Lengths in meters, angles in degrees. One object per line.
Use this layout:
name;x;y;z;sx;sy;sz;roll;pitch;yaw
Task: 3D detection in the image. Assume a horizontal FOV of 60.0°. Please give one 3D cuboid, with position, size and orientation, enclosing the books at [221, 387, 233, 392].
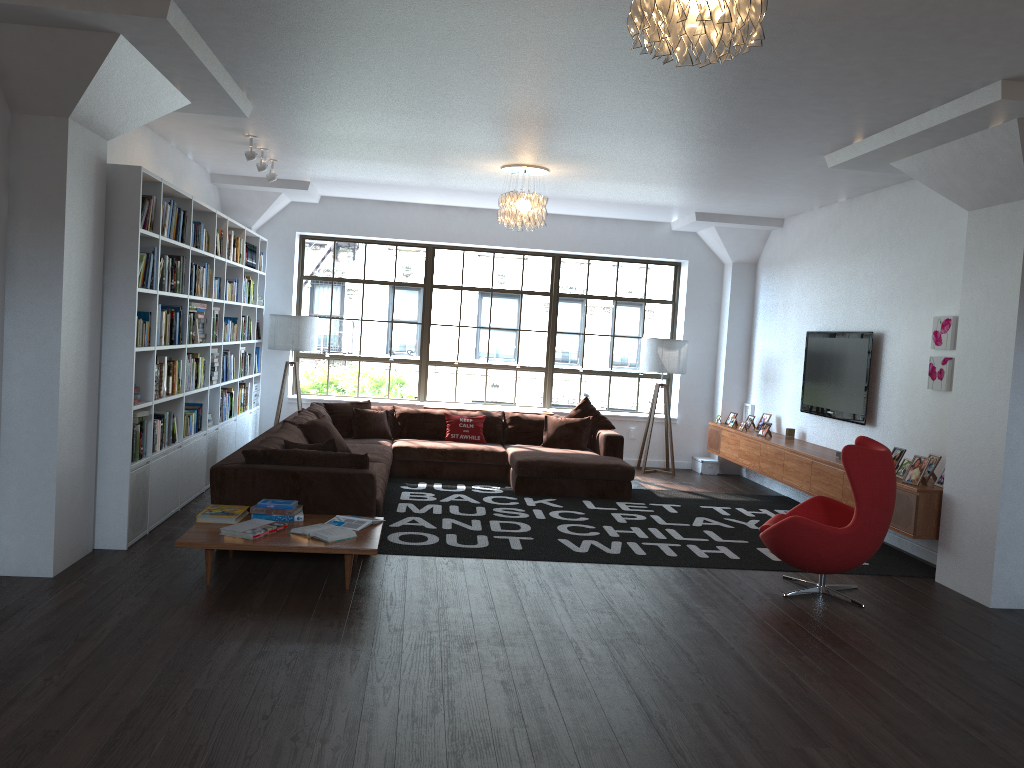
books;-2.830;0.181;8.677;0.176;0.290;0.036;3;3;-6

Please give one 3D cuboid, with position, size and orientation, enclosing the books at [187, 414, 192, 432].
books;-2.670;0.332;7.238;0.107;0.167;0.017;3;3;-6

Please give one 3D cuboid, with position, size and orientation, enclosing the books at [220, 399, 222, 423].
books;-2.779;0.243;8.216;0.161;0.223;0.026;3;3;-6

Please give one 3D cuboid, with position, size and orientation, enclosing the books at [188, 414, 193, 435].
books;-2.682;0.329;7.259;0.122;0.169;0.023;3;3;-6

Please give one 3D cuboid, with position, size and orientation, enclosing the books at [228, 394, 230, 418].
books;-2.812;0.212;8.529;0.171;0.246;0.057;3;3;-6

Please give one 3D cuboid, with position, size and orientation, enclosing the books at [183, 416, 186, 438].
books;-2.661;0.338;7.039;0.128;0.178;0.022;3;3;-6

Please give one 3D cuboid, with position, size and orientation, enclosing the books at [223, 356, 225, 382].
books;-2.758;-0.146;8.239;0.174;0.243;0.085;3;3;-6

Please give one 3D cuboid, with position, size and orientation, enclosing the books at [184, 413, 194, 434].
books;-2.684;0.326;7.287;0.126;0.173;0.032;3;3;-6

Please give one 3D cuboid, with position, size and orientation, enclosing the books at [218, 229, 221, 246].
books;-2.667;-1.249;7.855;0.160;0.251;0.031;3;3;-6

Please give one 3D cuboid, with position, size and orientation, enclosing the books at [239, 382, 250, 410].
books;-2.924;0.126;9.562;0.176;0.290;0.053;3;3;-6

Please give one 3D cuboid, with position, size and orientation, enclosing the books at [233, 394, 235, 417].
books;-2.840;0.207;8.795;0.161;0.223;0.027;3;3;-6

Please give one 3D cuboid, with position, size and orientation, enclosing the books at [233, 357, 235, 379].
books;-2.805;-0.163;8.705;0.161;0.222;0.084;3;3;-6

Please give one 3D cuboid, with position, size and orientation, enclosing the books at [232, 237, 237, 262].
books;-2.723;-1.283;8.458;0.171;0.246;0.057;3;3;-6

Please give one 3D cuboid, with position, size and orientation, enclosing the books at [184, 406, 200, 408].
books;-2.728;0.293;7.519;0.144;0.207;0.048;3;3;-6

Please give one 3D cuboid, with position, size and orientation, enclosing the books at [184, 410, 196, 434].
books;-2.692;0.313;7.342;0.139;0.191;0.036;3;3;-6

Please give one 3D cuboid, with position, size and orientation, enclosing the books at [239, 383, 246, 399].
books;-2.881;0.137;9.347;0.140;0.298;0.044;3;3;-6

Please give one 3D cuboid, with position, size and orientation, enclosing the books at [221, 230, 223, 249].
books;-2.670;-1.252;7.921;0.160;0.251;0.039;3;3;-6

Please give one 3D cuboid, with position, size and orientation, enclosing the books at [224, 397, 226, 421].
books;-2.789;0.234;8.370;0.161;0.223;0.026;3;3;-6

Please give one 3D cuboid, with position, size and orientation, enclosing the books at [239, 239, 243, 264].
books;-2.746;-1.303;8.708;0.183;0.253;0.034;3;3;-6

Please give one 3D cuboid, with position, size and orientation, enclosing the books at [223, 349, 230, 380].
books;-2.790;-0.186;8.488;0.176;0.293;0.125;3;3;-6

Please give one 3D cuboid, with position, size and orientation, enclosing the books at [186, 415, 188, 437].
books;-2.669;0.335;7.131;0.109;0.171;0.018;3;3;-6

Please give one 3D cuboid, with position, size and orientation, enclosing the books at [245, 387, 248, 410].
books;-2.915;0.153;9.482;0.171;0.246;0.057;3;3;-6

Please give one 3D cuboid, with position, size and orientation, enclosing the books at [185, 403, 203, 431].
books;-2.718;0.278;7.565;0.140;0.231;0.042;3;3;-6

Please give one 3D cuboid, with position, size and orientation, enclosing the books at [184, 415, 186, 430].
books;-2.665;0.336;7.060;0.128;0.178;0.021;3;3;-6

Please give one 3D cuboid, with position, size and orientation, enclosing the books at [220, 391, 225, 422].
books;-2.797;0.207;8.296;0.198;0.284;0.066;3;3;-6

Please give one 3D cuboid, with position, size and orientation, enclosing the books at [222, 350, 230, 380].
books;-2.788;-0.181;8.426;0.197;0.290;0.136;3;3;-6

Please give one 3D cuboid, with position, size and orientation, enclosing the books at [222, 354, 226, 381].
books;-2.768;-0.155;8.277;0.182;0.255;0.077;3;3;-6

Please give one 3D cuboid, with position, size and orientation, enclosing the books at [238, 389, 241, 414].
books;-2.864;0.177;9.032;0.183;0.253;0.037;3;3;-6

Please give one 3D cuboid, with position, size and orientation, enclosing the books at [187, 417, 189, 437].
books;-2.666;0.344;7.150;0.110;0.153;0.019;3;3;-6

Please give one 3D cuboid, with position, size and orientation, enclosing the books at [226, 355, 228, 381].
books;-2.762;-0.155;8.325;0.182;0.253;0.098;3;3;-6

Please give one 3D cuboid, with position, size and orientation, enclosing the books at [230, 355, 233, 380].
books;-2.795;-0.167;8.578;0.174;0.242;0.105;3;3;-6

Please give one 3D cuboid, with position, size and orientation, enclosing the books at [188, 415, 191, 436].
books;-2.672;0.335;7.187;0.120;0.167;0.020;3;3;-6

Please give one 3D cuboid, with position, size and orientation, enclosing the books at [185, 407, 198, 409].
books;-2.722;0.299;7.453;0.146;0.202;0.027;3;3;-6

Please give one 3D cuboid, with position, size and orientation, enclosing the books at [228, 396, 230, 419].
books;-2.815;0.221;8.571;0.161;0.223;0.027;3;3;-6

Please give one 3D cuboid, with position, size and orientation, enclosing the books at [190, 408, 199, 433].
books;-2.694;0.304;7.401;0.146;0.202;0.027;3;3;-6

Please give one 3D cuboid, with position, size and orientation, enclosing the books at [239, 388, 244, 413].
books;-2.879;0.168;9.177;0.183;0.253;0.037;3;3;-6

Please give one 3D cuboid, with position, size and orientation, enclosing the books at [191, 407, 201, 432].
books;-2.707;0.299;7.482;0.146;0.202;0.027;3;3;-6

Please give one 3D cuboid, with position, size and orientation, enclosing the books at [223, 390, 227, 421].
books;-2.800;0.198;8.407;0.176;0.290;0.053;3;3;-6

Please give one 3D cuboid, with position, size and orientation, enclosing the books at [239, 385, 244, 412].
books;-2.901;0.148;9.233;0.198;0.284;0.066;3;3;-6

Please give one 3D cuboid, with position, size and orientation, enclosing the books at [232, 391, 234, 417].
books;-2.834;0.194;8.726;0.180;0.259;0.060;3;3;-6

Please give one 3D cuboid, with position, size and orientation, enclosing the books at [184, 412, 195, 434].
books;-2.687;0.321;7.314;0.128;0.178;0.021;3;3;-6

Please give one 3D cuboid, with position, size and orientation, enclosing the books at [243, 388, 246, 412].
books;-2.895;0.164;9.296;0.189;0.247;0.057;3;3;-6

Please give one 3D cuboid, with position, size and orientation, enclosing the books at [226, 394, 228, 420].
books;-2.805;0.214;8.451;0.183;0.253;0.034;3;3;-6

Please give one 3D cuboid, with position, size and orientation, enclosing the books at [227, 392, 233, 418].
books;-2.818;0.202;8.645;0.183;0.253;0.034;3;3;-6

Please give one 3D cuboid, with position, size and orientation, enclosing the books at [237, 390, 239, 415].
books;-2.865;0.179;8.997;0.183;0.253;0.036;3;3;-6

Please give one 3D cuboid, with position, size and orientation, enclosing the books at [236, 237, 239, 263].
books;-2.733;-1.292;8.539;0.183;0.253;0.034;3;3;-6

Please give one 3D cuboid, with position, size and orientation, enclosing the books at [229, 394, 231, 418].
books;-2.826;0.210;8.605;0.174;0.240;0.045;3;3;-6

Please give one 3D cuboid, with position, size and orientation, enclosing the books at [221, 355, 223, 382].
books;-2.749;-0.146;8.137;0.182;0.255;0.077;3;3;-6

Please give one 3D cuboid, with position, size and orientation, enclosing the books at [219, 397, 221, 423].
books;-2.785;0.236;8.179;0.174;0.240;0.045;3;3;-6

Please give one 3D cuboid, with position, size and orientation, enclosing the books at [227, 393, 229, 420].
books;-2.804;0.212;8.484;0.183;0.253;0.034;3;3;-6

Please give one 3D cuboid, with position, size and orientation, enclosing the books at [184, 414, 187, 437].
books;-2.674;0.331;7.085;0.134;0.184;0.030;3;3;-6

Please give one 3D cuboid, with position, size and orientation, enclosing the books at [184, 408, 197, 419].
books;-2.700;0.305;7.373;0.146;0.202;0.027;3;3;-6

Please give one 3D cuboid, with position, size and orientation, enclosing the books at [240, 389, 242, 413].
books;-2.879;0.172;9.146;0.160;0.250;0.027;3;3;-6
